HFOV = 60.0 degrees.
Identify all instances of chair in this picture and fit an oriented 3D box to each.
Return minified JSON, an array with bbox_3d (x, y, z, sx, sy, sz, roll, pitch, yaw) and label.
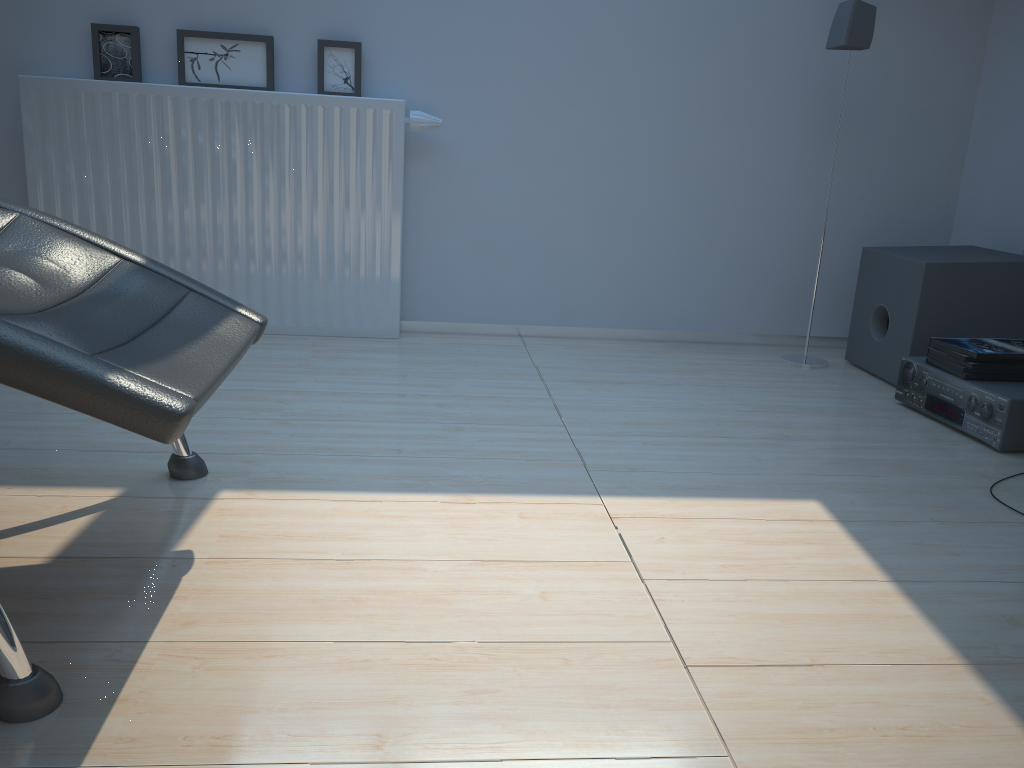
[{"bbox_3d":[-1.367,-0.345,1.176,1.938,1.251,0.836,2,15,-6],"label":"chair"}]

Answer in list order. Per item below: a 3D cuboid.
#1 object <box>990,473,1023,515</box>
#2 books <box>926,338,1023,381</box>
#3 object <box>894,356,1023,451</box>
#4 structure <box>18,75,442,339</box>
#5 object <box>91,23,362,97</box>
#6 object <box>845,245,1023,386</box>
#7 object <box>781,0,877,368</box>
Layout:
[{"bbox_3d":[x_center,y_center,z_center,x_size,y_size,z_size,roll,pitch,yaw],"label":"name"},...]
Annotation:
[{"bbox_3d":[1.274,0.184,1.945,0.394,0.141,1.163,10,16,22],"label":"object"},{"bbox_3d":[-0.167,0.347,0.860,4.790,0.222,1.045,-9,19,-38],"label":"books"},{"bbox_3d":[1.353,0.045,2.454,0.358,0.138,0.450,0,15,-11],"label":"object"},{"bbox_3d":[-0.912,-0.573,2.994,1.324,0.800,0.120,2,15,-6],"label":"structure"},{"bbox_3d":[-0.920,-1.047,2.891,0.846,0.180,0.030,2,15,-6],"label":"object"},{"bbox_3d":[1.414,-0.233,2.937,0.401,0.424,0.400,2,15,-6],"label":"object"},{"bbox_3d":[1.064,-0.645,2.968,0.158,1.181,0.160,2,15,-6],"label":"object"}]
